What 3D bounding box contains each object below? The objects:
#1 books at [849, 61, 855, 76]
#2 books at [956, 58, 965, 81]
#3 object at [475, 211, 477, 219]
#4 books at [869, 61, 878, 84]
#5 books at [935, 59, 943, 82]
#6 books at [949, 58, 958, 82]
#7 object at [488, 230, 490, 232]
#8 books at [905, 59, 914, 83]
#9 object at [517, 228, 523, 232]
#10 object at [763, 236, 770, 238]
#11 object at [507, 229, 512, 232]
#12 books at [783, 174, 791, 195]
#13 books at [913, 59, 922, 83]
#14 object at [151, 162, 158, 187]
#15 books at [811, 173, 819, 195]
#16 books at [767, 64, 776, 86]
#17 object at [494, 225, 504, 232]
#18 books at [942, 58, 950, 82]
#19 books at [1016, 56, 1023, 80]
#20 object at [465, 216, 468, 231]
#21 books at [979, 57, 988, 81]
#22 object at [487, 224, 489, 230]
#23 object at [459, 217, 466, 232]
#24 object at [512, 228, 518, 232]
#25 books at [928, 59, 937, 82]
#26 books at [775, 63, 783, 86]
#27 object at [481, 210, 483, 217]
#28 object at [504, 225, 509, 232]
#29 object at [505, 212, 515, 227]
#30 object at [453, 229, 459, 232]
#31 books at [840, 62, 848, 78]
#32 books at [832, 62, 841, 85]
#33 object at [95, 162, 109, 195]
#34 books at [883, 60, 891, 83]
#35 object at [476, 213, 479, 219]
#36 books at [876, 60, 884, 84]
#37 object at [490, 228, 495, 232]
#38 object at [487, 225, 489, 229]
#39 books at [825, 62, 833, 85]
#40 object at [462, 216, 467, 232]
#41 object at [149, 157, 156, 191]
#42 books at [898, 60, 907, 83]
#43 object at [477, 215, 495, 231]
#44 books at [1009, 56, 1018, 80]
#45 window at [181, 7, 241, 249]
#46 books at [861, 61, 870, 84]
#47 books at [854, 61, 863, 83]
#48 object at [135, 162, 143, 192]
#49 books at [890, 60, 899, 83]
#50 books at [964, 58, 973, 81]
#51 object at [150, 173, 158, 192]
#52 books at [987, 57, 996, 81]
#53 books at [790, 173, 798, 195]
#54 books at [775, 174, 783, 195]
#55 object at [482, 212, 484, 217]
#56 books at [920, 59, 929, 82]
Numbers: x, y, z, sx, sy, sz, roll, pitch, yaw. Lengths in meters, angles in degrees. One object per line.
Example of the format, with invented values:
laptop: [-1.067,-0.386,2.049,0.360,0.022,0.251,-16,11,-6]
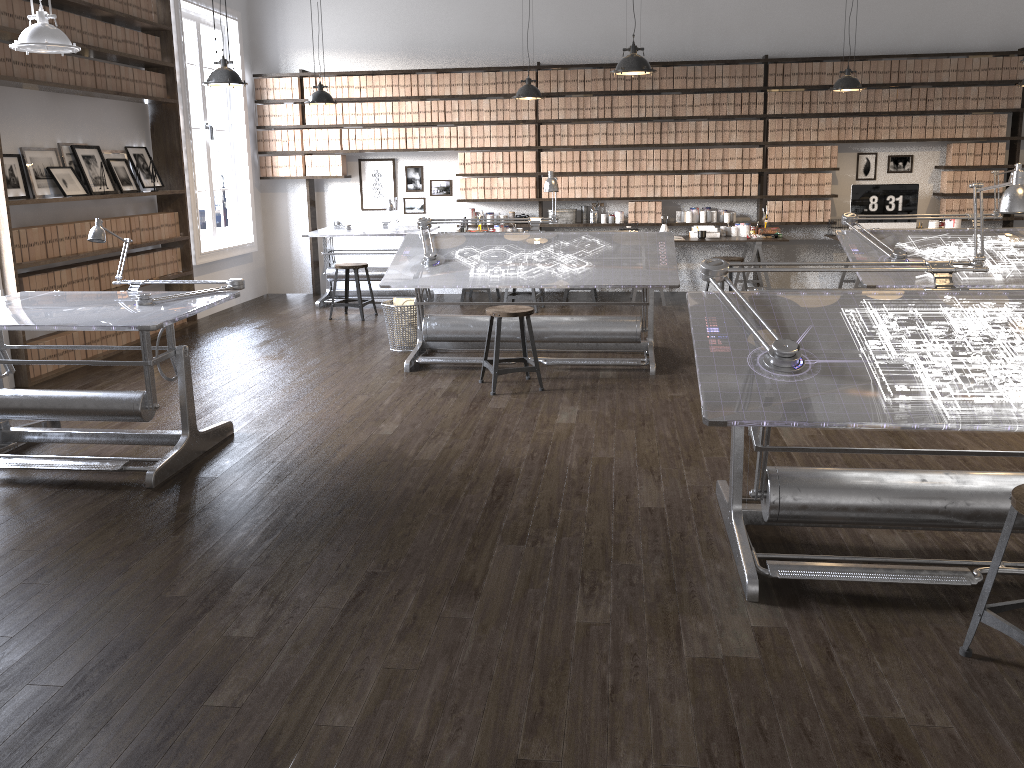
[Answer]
books: [3.413,-3.140,8.966,0.067,0.223,0.176,0,12,7]
books: [4.450,-3.126,8.838,0.067,0.223,0.176,0,12,7]
object: [-0.412,-1.827,9.731,0.050,0.138,0.051,0,12,5]
books: [3.625,-3.136,8.932,0.067,0.223,0.176,0,12,7]
books: [4.246,-3.129,8.862,0.067,0.223,0.176,0,12,7]
books: [4.380,-3.126,8.842,0.067,0.223,0.176,0,12,7]
object: [-0.225,-1.605,9.479,0.060,0.088,0.060,0,12,3]
books: [3.971,-3.132,8.892,0.067,0.223,0.176,0,12,7]
object: [0.086,-1.627,9.520,0.062,0.093,0.062,-9,14,-33]
object: [2.577,-1.484,8.924,0.172,0.017,0.011,-7,14,-24]
object: [-0.026,-1.606,9.442,0.062,0.093,0.062,-12,16,-42]
books: [2.856,-2.081,9.246,0.067,0.223,0.176,0,12,7]
books: [4.042,-3.132,8.888,0.067,0.223,0.176,0,12,7]
object: [-3.162,-1.830,7.821,0.040,0.259,0.112,0,12,7]
books: [3.134,-2.076,9.206,0.067,0.223,0.176,0,12,7]
books: [2.647,-3.150,9.058,0.067,0.223,0.176,0,12,7]
object: [-0.137,-1.623,9.439,0.105,0.140,0.105,-1,12,0]
books: [4.308,-3.128,8.853,0.067,0.223,0.176,0,12,7]
books: [5.007,-3.119,8.768,0.067,0.223,0.176,0,12,7]
object: [-0.504,-1.693,9.552,0.069,0.227,0.069,0,11,4]
books: [4.660,-3.122,8.807,0.067,0.223,0.176,0,12,7]
object: [-0.251,-1.637,9.472,0.033,0.146,0.005,1,11,8]
object: [-0.523,-1.655,9.400,0.069,0.227,0.069,0,11,4]
object: [0.034,-1.616,9.478,0.063,0.092,0.063,-9,14,-33]
books: [4.179,-3.129,8.865,0.067,0.223,0.176,0,12,7]
books: [2.720,-3.148,9.044,0.067,0.223,0.176,0,12,7]
object: [-0.331,-1.744,9.430,0.055,0.212,0.007,9,15,42]
object: [-0.077,-1.642,9.538,0.095,0.127,0.095,1,12,11]
object: [0.005,-1.797,9.669,0.107,0.160,0.238,-7,14,-27]
object: [-0.592,-1.593,9.407,0.068,0.103,0.069,1,12,11]
books: [3.343,-3.141,8.972,0.067,0.223,0.176,0,12,7]
books: [3.273,-3.141,8.977,0.067,0.223,0.176,0,12,7]
object: [-3.221,-1.610,6.939,0.040,0.257,0.176,0,12,7]
books: [3.753,-3.136,8.924,0.067,0.223,0.176,0,12,7]
object: [-0.344,-1.735,9.445,0.071,0.184,0.008,1,11,8]
books: [3.688,-3.136,8.929,0.067,0.223,0.176,0,12,7]
object: [-0.208,-1.600,9.411,0.049,0.111,0.049,0,12,4]
object: [-0.243,-1.636,9.466,0.040,0.129,0.005,1,11,9]
books: [3.201,-3.142,8.987,0.067,0.223,0.176,0,12,7]
object: [-0.514,-1.676,9.469,0.069,0.235,0.069,0,11,4]
object: [-3.143,-1.833,7.746,0.040,0.301,0.119,0,12,7]
books: [3.901,-3.134,8.906,0.067,0.223,0.176,0,12,7]
object: [-0.269,-1.742,9.566,0.077,0.144,0.348,6,15,29]
books: [4.938,-3.120,8.780,0.067,0.223,0.176,0,12,7]
window: [-3.066,-2.502,8.852,0.153,2.286,1.257,0,12,7]
books: [3.553,-3.137,8.941,0.067,0.223,0.176,0,12,7]
books: [3.481,-3.138,8.953,0.067,0.223,0.176,0,12,7]
object: [-3.165,-1.750,7.503,0.040,0.257,0.125,0,12,7]
books: [3.826,-3.134,8.909,0.067,0.223,0.176,0,12,7]
books: [4.519,-3.126,8.831,0.067,0.223,0.176,0,12,7]
object: [-3.114,-1.750,7.696,0.040,0.164,0.067,0,12,7]
books: [4.731,-3.121,8.798,0.067,0.223,0.176,0,12,7]
books: [2.926,-2.079,9.233,0.067,0.223,0.176,0,12,7]
books: [2.781,-2.081,9.250,0.067,0.223,0.176,0,12,7]
object: [-0.325,-1.742,9.445,0.055,0.191,0.006,0,11,6]
books: [4.113,-3.131,8.879,0.067,0.223,0.176,0,12,7]
